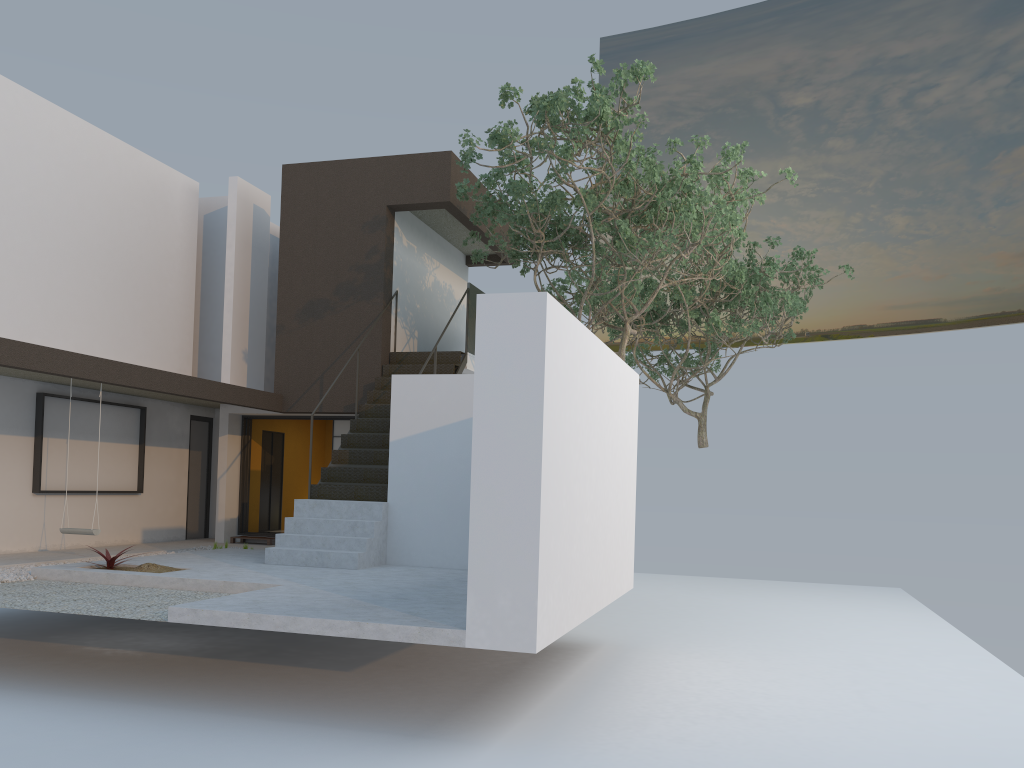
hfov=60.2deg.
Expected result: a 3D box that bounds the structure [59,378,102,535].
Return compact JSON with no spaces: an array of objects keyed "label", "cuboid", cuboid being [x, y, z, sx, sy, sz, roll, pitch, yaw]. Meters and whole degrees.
[{"label":"structure","cuboid":[-4.903,0.788,10.100,0.462,1.863,0.129,1,-1,16]}]

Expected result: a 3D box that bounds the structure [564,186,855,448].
[{"label":"structure","cuboid":[3.795,-1.052,17.933,5.509,4.689,7.336,2,-5,-3]}]

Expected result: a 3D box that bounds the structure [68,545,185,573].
[{"label":"structure","cuboid":[-3.962,1.840,9.138,1.203,0.291,0.751,0,-6,16]}]

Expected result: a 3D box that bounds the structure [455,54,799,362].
[{"label":"structure","cuboid":[1.374,-1.718,11.777,4.335,3.689,5.772,2,-5,-3]}]

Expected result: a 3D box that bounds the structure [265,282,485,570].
[{"label":"structure","cuboid":[-1.267,0.462,13.021,1.158,3.932,6.584,1,-5,17]}]

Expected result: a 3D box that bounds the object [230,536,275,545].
[{"label":"object","cuboid":[-4.024,2.463,13.885,0.703,0.100,0.352,0,-7,16]}]
